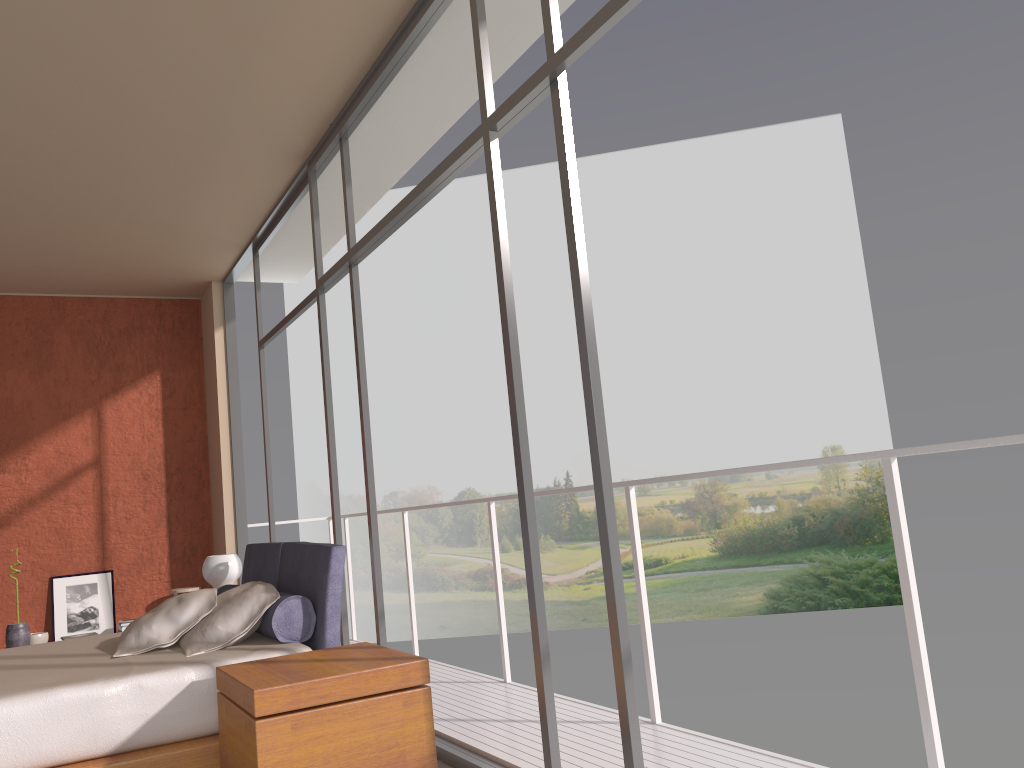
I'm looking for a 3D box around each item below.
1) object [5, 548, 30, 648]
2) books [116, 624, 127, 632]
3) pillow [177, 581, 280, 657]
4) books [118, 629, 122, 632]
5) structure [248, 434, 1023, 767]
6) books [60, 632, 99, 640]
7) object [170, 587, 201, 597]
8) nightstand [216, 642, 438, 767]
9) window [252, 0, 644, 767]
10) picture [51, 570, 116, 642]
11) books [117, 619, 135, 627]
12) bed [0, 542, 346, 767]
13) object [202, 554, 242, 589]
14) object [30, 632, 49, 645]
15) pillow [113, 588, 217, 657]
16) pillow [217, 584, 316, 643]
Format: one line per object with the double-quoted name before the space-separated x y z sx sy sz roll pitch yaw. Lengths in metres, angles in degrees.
"object" -3.738 1.645 6.699 0.165 0.810 0.165 -5 -8 -5
"books" -2.973 1.912 7.013 0.247 0.038 0.319 -1 -9 -31
"pillow" -1.264 1.026 3.899 0.400 0.265 0.791 -2 -9 -26
"books" -2.970 1.945 7.008 0.247 0.027 0.328 -2 -9 -27
"structure" -0.045 1.025 4.139 0.728 1.005 7.689 -1 -9 -29
"books" -3.332 1.954 6.842 0.247 0.018 0.328 -1 -9 -32
"object" -2.682 1.866 7.339 0.260 0.349 0.257 -10 -9 30
"nightstand" -0.637 1.225 2.988 0.562 0.556 0.628 -1 -9 -29
"window" -0.403 0.031 3.912 0.075 3.133 6.106 -1 -9 -29
"picture" -3.447 1.804 7.139 0.458 0.550 0.117 -1 -9 -29
"books" -2.979 1.883 7.022 0.247 0.025 0.287 -1 -9 -29
"bed" -2.110 1.276 3.726 2.462 0.959 2.017 -1 -9 -29
"object" -1.710 1.183 5.249 0.224 0.338 0.224 -3 -8 -17
"object" -3.683 2.002 6.857 0.179 0.137 0.180 -3 -8 -16
"pillow" -1.592 1.098 4.121 0.431 0.264 0.869 -3 -8 -21
"pillow" -1.214 1.076 4.231 0.205 0.201 1.470 -1 -9 -29
